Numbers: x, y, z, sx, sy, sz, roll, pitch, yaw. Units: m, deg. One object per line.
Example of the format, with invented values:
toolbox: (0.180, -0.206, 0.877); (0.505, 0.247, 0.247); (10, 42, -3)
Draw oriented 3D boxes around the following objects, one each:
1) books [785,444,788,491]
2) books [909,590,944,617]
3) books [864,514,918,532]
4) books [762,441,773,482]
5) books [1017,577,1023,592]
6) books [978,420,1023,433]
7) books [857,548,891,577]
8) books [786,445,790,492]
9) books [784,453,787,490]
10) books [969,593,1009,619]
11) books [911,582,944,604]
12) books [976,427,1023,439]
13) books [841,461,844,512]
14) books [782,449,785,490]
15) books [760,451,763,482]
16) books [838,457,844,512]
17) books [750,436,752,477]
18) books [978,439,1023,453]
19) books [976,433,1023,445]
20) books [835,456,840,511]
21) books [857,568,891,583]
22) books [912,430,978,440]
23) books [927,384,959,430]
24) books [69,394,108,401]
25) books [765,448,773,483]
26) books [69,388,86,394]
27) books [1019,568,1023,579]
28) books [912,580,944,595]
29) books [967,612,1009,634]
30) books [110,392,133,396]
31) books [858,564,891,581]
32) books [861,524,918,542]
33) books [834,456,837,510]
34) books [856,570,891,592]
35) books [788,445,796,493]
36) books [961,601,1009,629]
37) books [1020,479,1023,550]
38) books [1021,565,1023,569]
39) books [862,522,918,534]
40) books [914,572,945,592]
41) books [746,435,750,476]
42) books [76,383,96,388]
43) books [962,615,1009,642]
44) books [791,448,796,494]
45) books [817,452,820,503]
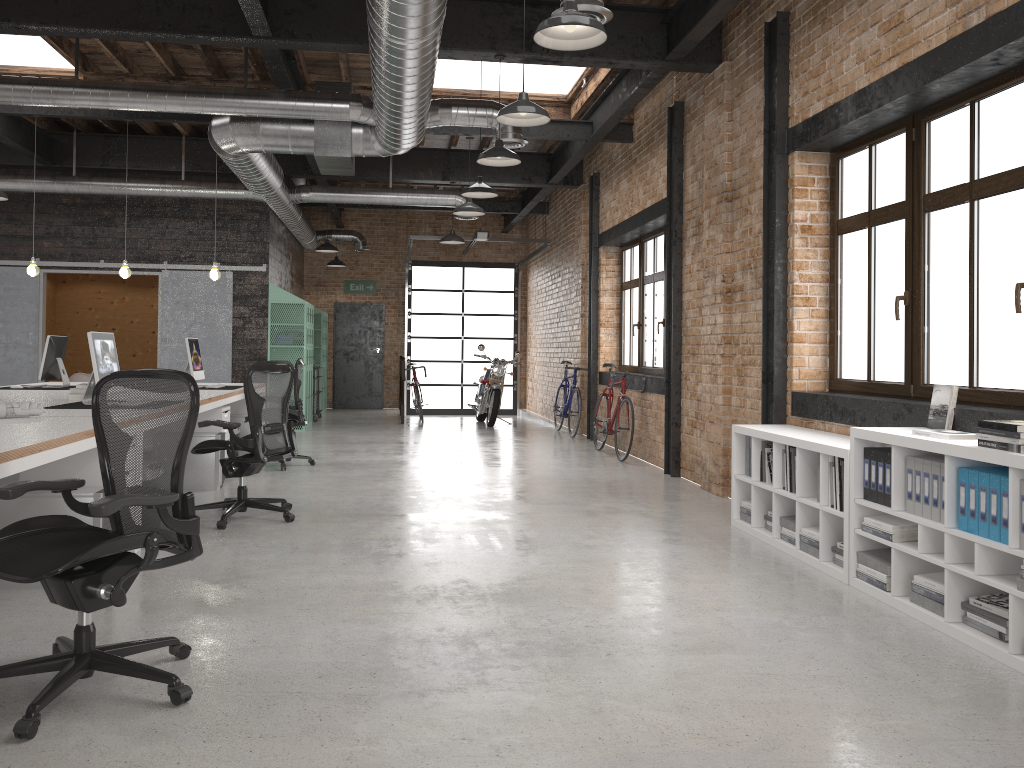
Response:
books: (1.778, 0.484, 5.337); (0.258, 0.355, 0.049); (1, -1, -3)
books: (1.934, 0.961, 3.902); (0.217, 0.072, 0.289); (0, 2, -8)
books: (1.863, 0.666, 4.273); (0.214, 0.046, 0.251); (0, 2, -8)
books: (1.719, 0.506, 5.685); (0.221, 0.283, 0.061); (1, -1, -3)
books: (2.016, 0.748, 3.189); (0.217, 0.072, 0.289); (0, 2, -8)
books: (2.007, 0.168, 3.506); (0.190, 0.028, 0.239); (0, 2, -6)
books: (1.856, 0.869, 4.336); (0.217, 0.078, 0.291); (0, 2, -8)
books: (1.783, 0.486, 5.314); (0.259, 0.353, 0.070); (1, -1, -3)
books: (1.732, 0.540, 5.349); (0.162, 0.240, 0.054); (1, -1, -3)
books: (2.012, 0.893, 3.574); (0.199, 0.054, 0.240); (0, 2, -7)
books: (1.929, 0.911, 3.894); (0.207, 0.067, 0.275); (0, 2, -8)
books: (2.012, 0.194, 3.497); (0.211, 0.023, 0.259); (0, 2, -8)
books: (1.838, 0.546, 4.628); (0.221, 0.283, 0.061); (1, -1, -3)
books: (1.736, 0.528, 5.380); (0.182, 0.262, 0.056); (1, -1, -3)
books: (1.735, 0.469, 5.719); (0.271, 0.354, 0.063); (1, -1, -3)
books: (1.854, 0.509, 4.663); (0.271, 0.354, 0.063); (1, -1, -3)
books: (1.714, 0.473, 5.911); (0.249, 0.333, 0.060); (1, -1, -3)
books: (2.009, 0.244, 3.496); (0.191, 0.032, 0.259); (0, 2, -6)
books: (2.002, 0.216, 3.503); (0.191, 0.023, 0.242); (0, 2, -10)
books: (1.850, 0.509, 4.693); (0.259, 0.353, 0.070); (1, -1, -3)
books: (1.854, 0.923, 4.321); (0.219, 0.034, 0.260); (0, 2, -8)
books: (1.978, 0.229, 4.024); (0.174, 0.021, 0.273); (0, 2, -8)
books: (2.128, 0.117, 4.379); (0.065, 0.224, 0.161); (1, 0, -8)
books: (-3.134, 0.092, 6.553); (0.200, 0.050, 0.272); (0, 2, -10)
books: (1.719, 0.529, 5.650); (0.197, 0.240, 0.058); (1, -1, -3)
books: (-3.113, 0.045, 6.571); (0.193, 0.044, 0.257); (1, 2, 10)
books: (2.011, 0.697, 3.181); (0.207, 0.067, 0.275); (0, 2, -8)
books: (1.934, 0.885, 3.887); (0.219, 0.039, 0.260); (0, 2, -8)
books: (1.990, 0.953, 3.583); (0.163, 0.047, 0.239); (0, 2, -7)
books: (-3.224, 0.080, 7.312); (0.243, 0.019, 0.205); (2, 2, 30)
books: (1.854, 0.905, 4.317); (0.214, 0.046, 0.251); (0, 2, -8)
books: (1.859, 0.710, 4.285); (0.207, 0.061, 0.274); (0, 2, -8)
books: (1.845, 0.507, 4.716); (0.258, 0.355, 0.049); (1, -1, -3)
books: (1.849, 0.949, 4.328); (0.207, 0.061, 0.274); (0, 2, -8)
books: (1.786, 0.486, 5.284); (0.271, 0.354, 0.063); (1, -1, -3)
books: (2.013, 0.925, 3.599); (0.222, 0.055, 0.282); (0, 2, -7)
books: (2.030, 0.492, 3.324); (0.232, 0.261, 0.062); (1, -1, -8)
books: (2.016, 0.671, 3.174); (0.219, 0.039, 0.260); (0, 2, -8)
books: (1.863, 0.684, 4.278); (0.219, 0.034, 0.260); (0, 2, -8)
books: (1.934, 0.866, 3.884); (0.214, 0.052, 0.252); (0, 2, -8)
books: (1.715, 0.461, 5.974); (0.259, 0.351, 0.065); (1, -1, -3)
books: (-3.128, 0.013, 6.571); (0.153, 0.030, 0.185); (0, 2, -10)
books: (1.996, 0.982, 3.597); (0.184, 0.049, 0.261); (0, 2, -7)
books: (1.771, 0.523, 5.249); (0.221, 0.283, 0.061); (1, -1, -3)
books: (1.834, 0.501, 4.917); (0.259, 0.351, 0.065); (1, -1, -3)
